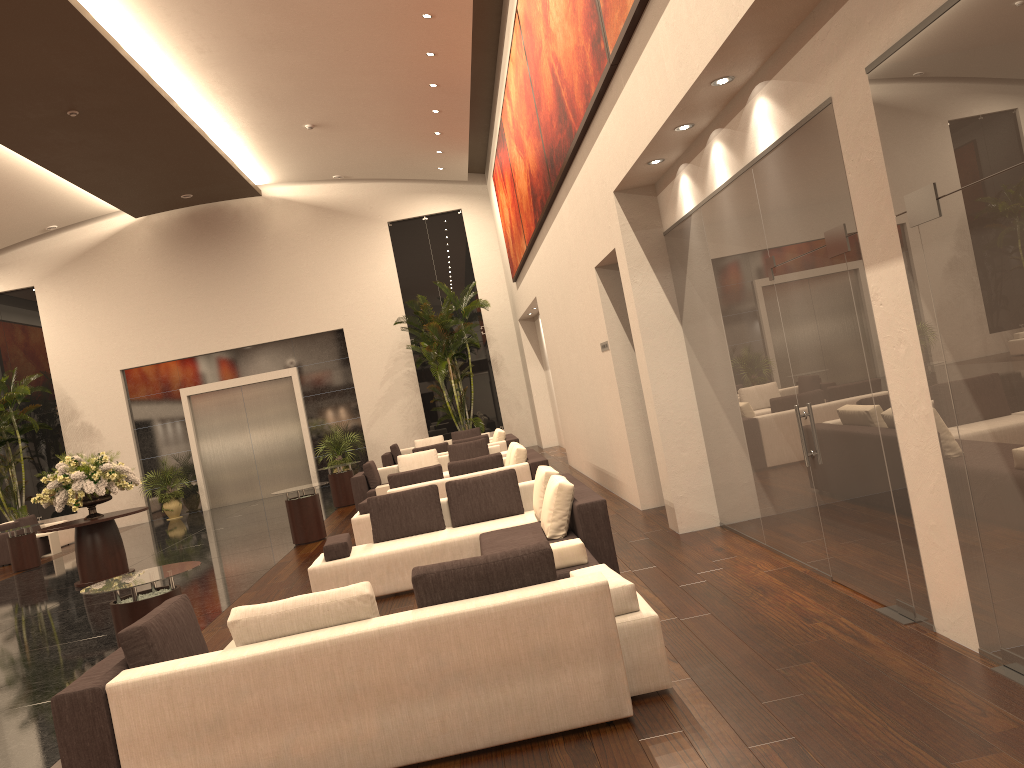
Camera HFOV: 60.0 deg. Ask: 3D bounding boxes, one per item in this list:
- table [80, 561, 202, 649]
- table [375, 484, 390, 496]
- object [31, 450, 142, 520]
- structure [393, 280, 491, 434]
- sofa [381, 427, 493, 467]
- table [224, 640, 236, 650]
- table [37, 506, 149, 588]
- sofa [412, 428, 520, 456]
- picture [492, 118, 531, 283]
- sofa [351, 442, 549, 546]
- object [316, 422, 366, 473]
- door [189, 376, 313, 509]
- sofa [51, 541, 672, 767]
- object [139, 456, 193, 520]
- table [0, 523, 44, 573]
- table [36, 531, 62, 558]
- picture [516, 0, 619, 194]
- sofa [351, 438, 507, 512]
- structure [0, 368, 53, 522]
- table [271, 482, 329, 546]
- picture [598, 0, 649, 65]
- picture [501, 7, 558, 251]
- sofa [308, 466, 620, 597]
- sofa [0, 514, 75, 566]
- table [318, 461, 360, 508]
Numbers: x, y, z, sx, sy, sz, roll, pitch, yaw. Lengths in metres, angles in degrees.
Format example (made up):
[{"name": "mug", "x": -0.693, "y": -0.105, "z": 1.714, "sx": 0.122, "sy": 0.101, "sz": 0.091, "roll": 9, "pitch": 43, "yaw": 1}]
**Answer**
[{"name": "table", "x": -2.640, "y": 1.804, "z": 6.506, "sx": 0.833, "sy": 0.795, "sz": 0.844, "roll": -11, "pitch": 0, "yaw": 36}, {"name": "table", "x": -1.983, "y": 1.882, "z": 14.552, "sx": 0.400, "sy": 0.460, "sz": 0.400, "roll": -11, "pitch": 0, "yaw": -3}, {"name": "object", "x": -6.260, "y": 1.440, "z": 13.108, "sx": 1.402, "sy": 1.097, "sz": 1.453, "roll": -11, "pitch": 0, "yaw": 43}, {"name": "structure", "x": -1.446, "y": -0.305, "z": 22.449, "sx": 2.436, "sy": 4.611, "sz": 2.531, "roll": -11, "pitch": 0, "yaw": -32}, {"name": "sofa", "x": -1.614, "y": 1.629, "z": 20.919, "sx": 2.846, "sy": 0.862, "sz": 1.291, "roll": -11, "pitch": 0, "yaw": -3}, {"name": "table", "x": -1.455, "y": 1.743, "z": 5.306, "sx": 0.400, "sy": 0.460, "sz": 0.400, "roll": -11, "pitch": 0, "yaw": -3}, {"name": "table", "x": -6.094, "y": 2.435, "z": 13.105, "sx": 1.498, "sy": 0.921, "sz": 1.498, "roll": -11, "pitch": 0, "yaw": -12}, {"name": "sofa", "x": -1.181, "y": 1.535, "z": 18.322, "sx": 2.586, "sy": 0.862, "sz": 3.366, "roll": -11, "pitch": 0, "yaw": -3}, {"name": "picture", "x": -0.057, "y": -3.643, "z": 18.436, "sx": 0.070, "sy": 2.526, "sz": 4.515, "roll": -11, "pitch": 0, "yaw": -3}, {"name": "sofa", "x": -0.857, "y": 1.450, "z": 12.659, "sx": 2.586, "sy": 0.862, "sz": 3.366, "roll": -11, "pitch": 0, "yaw": -3}, {"name": "object", "x": -4.472, "y": 1.774, "z": 22.752, "sx": 1.297, "sy": 1.682, "sz": 1.373, "roll": -11, "pitch": 0, "yaw": 35}, {"name": "door", "x": -6.890, "y": 1.546, "z": 23.490, "sx": 2.767, "sy": 3.048, "sz": 0.040, "roll": -11, "pitch": 0, "yaw": -3}, {"name": "sofa", "x": -0.687, "y": 1.386, "z": 4.696, "sx": 2.846, "sy": 0.862, "sz": 1.291, "roll": -11, "pitch": 0, "yaw": -3}, {"name": "object", "x": -8.721, "y": 2.596, "z": 22.550, "sx": 1.297, "sy": 1.682, "sz": 1.373, "roll": -11, "pitch": 0, "yaw": 30}, {"name": "table", "x": -9.273, "y": 3.129, "z": 16.840, "sx": 0.833, "sy": 0.795, "sz": 0.844, "roll": -11, "pitch": 0, "yaw": -42}, {"name": "table", "x": -9.994, "y": 3.451, "z": 19.027, "sx": 0.400, "sy": 0.460, "sz": 0.400, "roll": -11, "pitch": 0, "yaw": -3}, {"name": "picture", "x": 0.458, "y": -3.778, "z": 9.412, "sx": 0.070, "sy": 2.526, "sz": 4.515, "roll": -11, "pitch": 0, "yaw": -3}, {"name": "sofa", "x": -1.291, "y": 1.544, "z": 15.256, "sx": 2.846, "sy": 0.862, "sz": 1.291, "roll": -11, "pitch": 0, "yaw": -3}, {"name": "structure", "x": -12.459, "y": 1.826, "z": 21.931, "sx": 2.436, "sy": 4.611, "sz": 2.531, "roll": -11, "pitch": 0, "yaw": -32}, {"name": "table", "x": -3.004, "y": 1.900, "z": 12.887, "sx": 0.833, "sy": 0.795, "sz": 0.844, "roll": -11, "pitch": 0, "yaw": -42}, {"name": "picture", "x": 0.773, "y": -3.861, "z": 3.909, "sx": 0.070, "sy": 2.526, "sz": 6.485, "roll": -11, "pitch": 0, "yaw": -3}, {"name": "picture", "x": 0.201, "y": -3.711, "z": 13.922, "sx": 0.070, "sy": 2.526, "sz": 4.515, "roll": -11, "pitch": 0, "yaw": -3}, {"name": "sofa", "x": -0.534, "y": 1.367, "z": 7.319, "sx": 2.586, "sy": 0.862, "sz": 3.366, "roll": -11, "pitch": 0, "yaw": -3}, {"name": "sofa", "x": -10.722, "y": 3.389, "z": 19.772, "sx": 1.291, "sy": 0.862, "sz": 2.846, "roll": -11, "pitch": 0, "yaw": -3}, {"name": "table", "x": -3.279, "y": 1.970, "z": 17.200, "sx": 0.833, "sy": 0.795, "sz": 0.844, "roll": -11, "pitch": 0, "yaw": -42}]
